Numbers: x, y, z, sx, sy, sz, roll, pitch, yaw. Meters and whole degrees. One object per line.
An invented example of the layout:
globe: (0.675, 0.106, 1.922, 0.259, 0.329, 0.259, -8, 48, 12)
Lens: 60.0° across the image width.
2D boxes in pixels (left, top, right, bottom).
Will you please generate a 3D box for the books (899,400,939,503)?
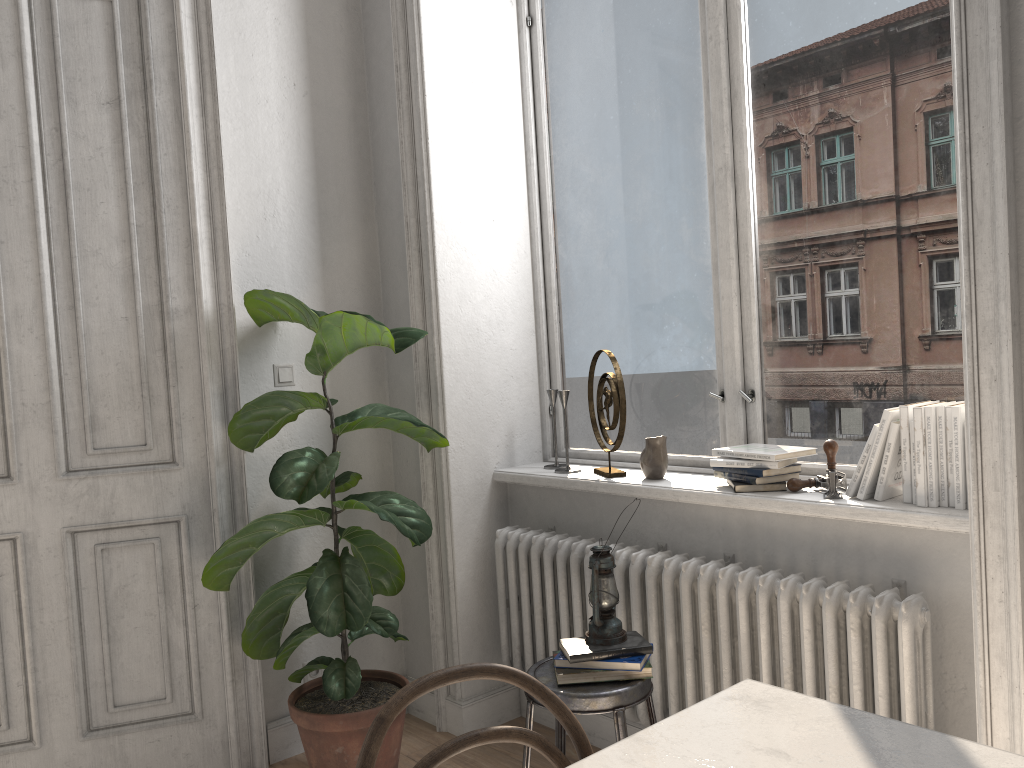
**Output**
books: (1.043, 0.170, 2.259, 0.175, 0.243, 0.024, -5, 3, -41)

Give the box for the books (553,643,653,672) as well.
books: (0.245, 0.718, 2.350, 0.232, 0.029, 0.162, -3, 2, 20)

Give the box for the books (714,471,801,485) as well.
books: (0.714, 0.266, 2.595, 0.155, 0.022, 0.205, -4, 2, -21)

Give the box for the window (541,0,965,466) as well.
window: (0.659, -1.176, 2.769, 0.013, 2.844, 1.622, -6, 3, -41)

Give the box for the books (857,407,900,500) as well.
books: (0.979, 0.175, 2.300, 0.174, 0.235, 0.100, -5, 3, -41)

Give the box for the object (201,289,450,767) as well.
object: (0.913, 0.374, 0.784, 0.791, 1.843, 5.827, -5, 3, -36)

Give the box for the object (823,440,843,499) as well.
object: (0.849, 0.224, 2.356, 0.048, 0.153, 0.088, -3, 3, 19)

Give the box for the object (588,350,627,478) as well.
object: (0.326, 0.096, 3.006, 0.087, 0.425, 0.347, -4, 2, -8)

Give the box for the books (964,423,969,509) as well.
books: (1.130, 0.188, 2.129, 0.155, 0.205, 0.020, -5, 3, -41)

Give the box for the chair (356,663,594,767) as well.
chair: (0.082, 0.875, 1.108, 0.437, 0.921, 0.549, -5, 3, -33)

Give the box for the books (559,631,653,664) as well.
books: (0.245, 0.695, 2.348, 0.221, 0.027, 0.147, -4, 2, -9)

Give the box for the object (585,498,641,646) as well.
object: (0.262, 0.490, 2.350, 0.163, 0.383, 0.154, -2, 3, 23)

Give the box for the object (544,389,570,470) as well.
object: (0.157, 0.165, 3.265, 0.095, 0.289, 0.095, -4, 2, -9)

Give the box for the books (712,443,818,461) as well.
books: (0.731, 0.197, 2.578, 0.174, 0.019, 0.243, -5, 2, -31)

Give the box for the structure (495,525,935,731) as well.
structure: (1.531, -0.994, 1.159, 0.340, 4.475, 5.182, -6, 3, -41)

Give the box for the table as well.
table: (0.742, 0.930, 0.388, 1.100, 0.780, 2.200, -5, 3, -41)

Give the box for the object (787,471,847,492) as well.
object: (0.839, 0.272, 2.459, 0.153, 0.048, 0.088, -3, 2, -1)

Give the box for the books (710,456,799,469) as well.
books: (0.705, 0.224, 2.581, 0.205, 0.020, 0.155, -2, 3, 39)

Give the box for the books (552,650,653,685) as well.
books: (0.236, 0.744, 2.358, 0.246, 0.034, 0.194, -3, 2, -1)

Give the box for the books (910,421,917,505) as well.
books: (1.046, 0.189, 2.226, 0.155, 0.205, 0.020, -5, 3, -41)

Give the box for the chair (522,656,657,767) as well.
chair: (0.216, 1.021, 2.361, 0.364, 0.523, 0.360, -2, 3, 23)

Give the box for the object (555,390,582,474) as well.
object: (0.191, 0.168, 3.139, 0.095, 0.289, 0.095, -4, 3, -18)

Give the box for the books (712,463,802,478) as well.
books: (0.714, 0.244, 2.591, 0.147, 0.023, 0.221, -4, 2, -25)

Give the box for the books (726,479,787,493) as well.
books: (0.714, 0.288, 2.603, 0.147, 0.023, 0.221, -3, 2, 8)

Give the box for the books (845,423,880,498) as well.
books: (0.958, 0.195, 2.333, 0.155, 0.194, 0.105, -5, 3, -42)

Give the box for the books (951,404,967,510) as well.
books: (1.113, 0.169, 2.144, 0.174, 0.244, 0.019, -5, 3, -41)

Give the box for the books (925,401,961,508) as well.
books: (1.072, 0.170, 2.191, 0.174, 0.244, 0.019, -5, 3, -41)

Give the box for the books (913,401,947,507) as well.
books: (1.051, 0.171, 2.202, 0.175, 0.243, 0.024, -5, 3, -41)

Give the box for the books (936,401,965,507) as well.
books: (1.098, 0.169, 2.188, 0.174, 0.244, 0.019, -5, 3, -41)

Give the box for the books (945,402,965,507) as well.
books: (1.116, 0.168, 2.175, 0.175, 0.243, 0.024, -5, 3, -41)

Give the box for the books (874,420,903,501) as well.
books: (0.998, 0.191, 2.282, 0.155, 0.203, 0.072, -5, 3, -41)

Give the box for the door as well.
door: (-1.524, -0.042, 2.824, 1.097, 2.815, 0.216, -4, 3, -16)

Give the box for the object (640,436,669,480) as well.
object: (0.458, 0.234, 2.864, 0.100, 0.142, 0.102, -2, 3, 24)
